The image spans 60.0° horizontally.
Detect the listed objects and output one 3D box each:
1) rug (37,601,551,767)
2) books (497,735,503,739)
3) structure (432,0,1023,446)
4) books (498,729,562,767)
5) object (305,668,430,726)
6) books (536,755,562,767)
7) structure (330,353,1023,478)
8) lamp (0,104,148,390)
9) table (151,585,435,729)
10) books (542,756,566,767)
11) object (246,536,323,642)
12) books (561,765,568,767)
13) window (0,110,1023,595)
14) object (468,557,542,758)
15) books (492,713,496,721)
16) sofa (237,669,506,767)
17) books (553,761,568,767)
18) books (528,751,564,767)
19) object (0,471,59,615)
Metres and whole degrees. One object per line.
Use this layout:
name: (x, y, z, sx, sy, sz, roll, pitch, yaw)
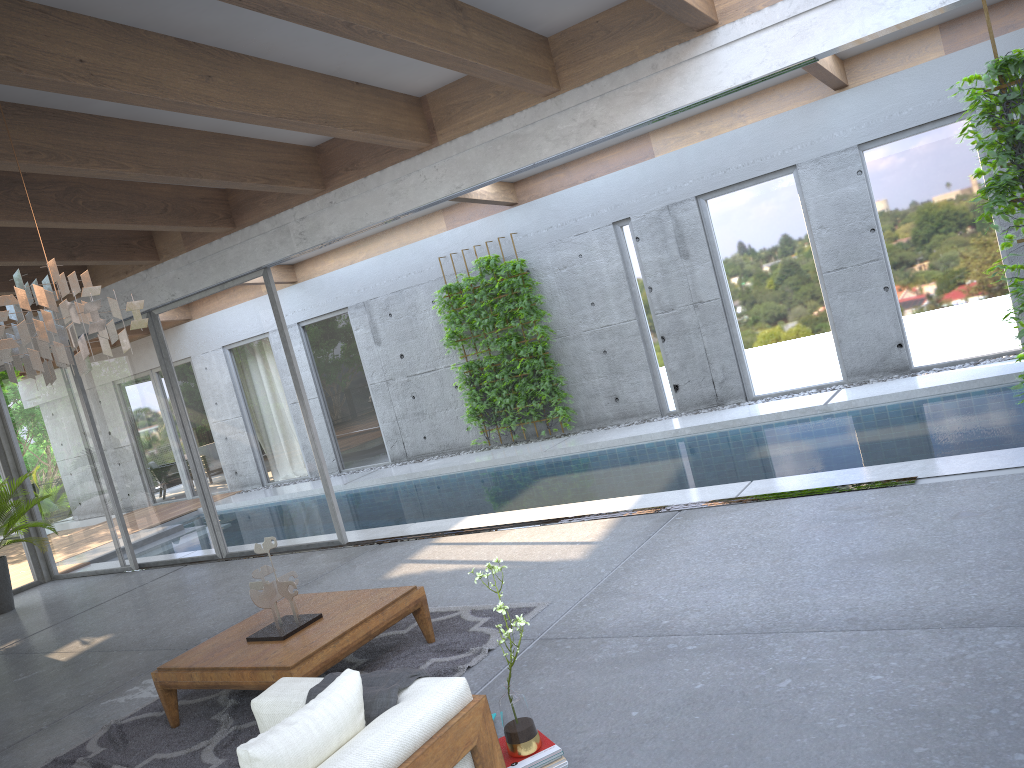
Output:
rug: (-1.482, 1.769, 4.498, 2.187, 0.056, 3.186, -12, 5, 33)
books: (-0.151, 1.484, 3.611, 0.219, 0.012, 0.286, -19, 5, -42)
structure: (1.841, -0.804, 8.018, 2.739, 2.687, 10.282, -18, 5, -40)
books: (0.034, 1.398, 3.399, 0.219, 0.012, 0.286, -17, 4, -22)
object: (-0.498, 1.429, 3.164, 0.472, 0.704, 0.857, -13, 5, 30)
books: (0.036, 1.423, 3.404, 0.219, 0.012, 0.286, -17, 4, -22)
structure: (0.900, 0.644, 11.657, 13.673, 0.068, 0.477, -12, 5, 33)
lamp: (-2.232, -0.652, 3.889, 0.862, 1.400, 0.636, -16, 4, -10)
table: (-1.185, 1.508, 4.927, 1.112, 0.352, 1.048, -12, 5, 33)
books: (0.050, 1.432, 3.395, 0.219, 0.012, 0.286, -17, 4, -22)
object: (-1.330, 1.099, 4.888, 0.379, 0.518, 0.346, -12, 5, 33)
books: (0.057, 1.456, 3.397, 0.219, 0.012, 0.286, -17, 4, -22)
window: (-1.441, -0.155, 4.568, 23.280, 3.764, 14.294, -12, 5, 33)
object: (-0.005, 1.018, 3.318, 0.171, 0.750, 0.238, -18, 5, -35)
books: (-0.194, 1.469, 3.733, 0.219, 0.074, 0.288, -14, 4, 9)
sofa: (-2.093, 1.731, 3.324, 3.733, 0.777, 1.965, -12, 5, 33)
books: (0.058, 1.443, 3.393, 0.219, 0.012, 0.286, -17, 4, -22)
books: (0.041, 1.409, 3.399, 0.219, 0.012, 0.286, -17, 4, -22)
object: (-5.866, 1.651, 9.799, 1.798, 1.819, 1.484, -12, 5, 40)
